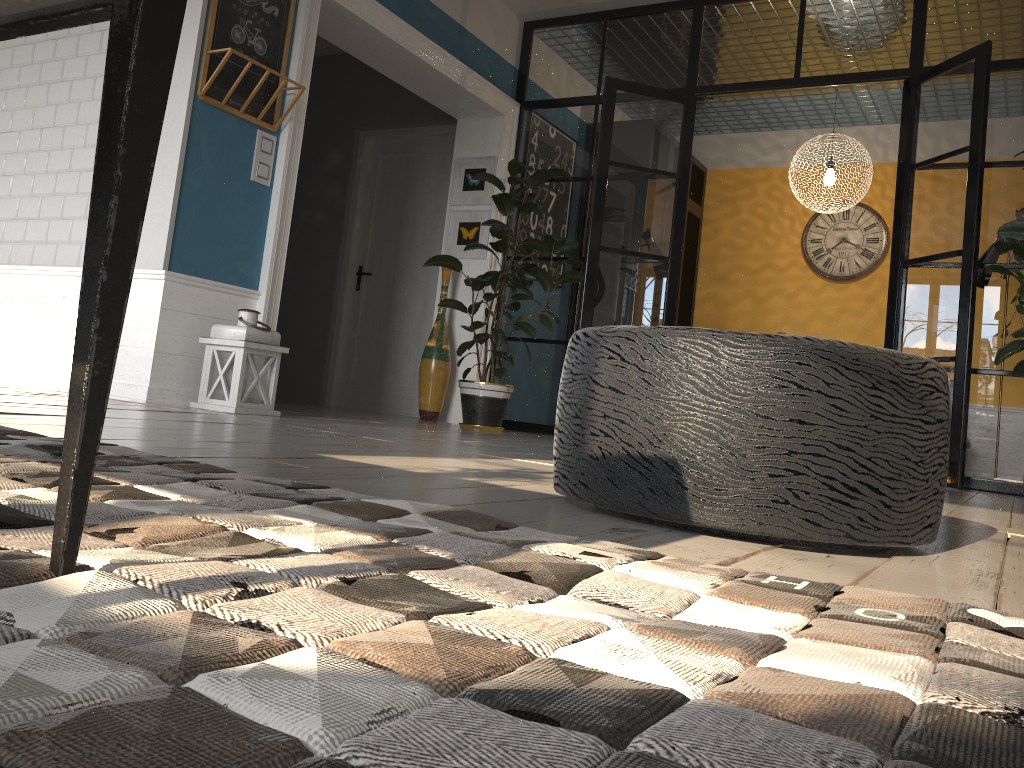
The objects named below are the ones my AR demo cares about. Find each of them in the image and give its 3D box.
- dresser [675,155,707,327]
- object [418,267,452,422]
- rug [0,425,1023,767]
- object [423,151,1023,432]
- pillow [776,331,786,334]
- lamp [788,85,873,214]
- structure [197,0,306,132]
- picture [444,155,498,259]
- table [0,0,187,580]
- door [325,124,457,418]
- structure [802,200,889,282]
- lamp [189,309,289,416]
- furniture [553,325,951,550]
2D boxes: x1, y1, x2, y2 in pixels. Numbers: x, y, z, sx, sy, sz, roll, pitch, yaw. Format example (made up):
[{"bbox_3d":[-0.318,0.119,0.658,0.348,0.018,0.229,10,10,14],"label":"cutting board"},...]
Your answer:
[{"bbox_3d":[1.120,-0.844,7.901,0.638,2.631,1.422,4,-5,30],"label":"dresser"},{"bbox_3d":[-0.510,-0.302,6.137,0.216,1.130,0.214,4,-6,24],"label":"object"},{"bbox_3d":[-0.830,0.088,0.703,2.532,0.034,1.759,6,-2,30],"label":"rug"},{"bbox_3d":[1.356,-0.458,4.941,3.904,1.805,1.004,5,-4,30],"label":"object"},{"bbox_3d":[2.065,-0.135,7.230,0.784,0.602,0.495,4,-4,36],"label":"pillow"},{"bbox_3d":[2.478,-1.859,6.838,0.615,1.102,0.615,8,-5,-19],"label":"lamp"},{"bbox_3d":[-1.203,-1.668,4.255,0.185,0.780,0.491,4,-5,30],"label":"structure"},{"bbox_3d":[-0.773,-1.348,5.564,0.359,0.756,1.933,4,-3,30],"label":"picture"},{"bbox_3d":[-1.076,-0.182,0.703,1.459,0.514,0.727,5,-3,30],"label":"table"},{"bbox_3d":[-0.909,-0.921,7.129,1.039,2.319,0.176,4,-6,30],"label":"door"},{"bbox_3d":[2.915,-1.258,7.766,0.728,0.728,0.070,5,-5,30],"label":"structure"},{"bbox_3d":[-1.248,-0.110,4.099,0.287,0.480,0.285,4,-5,29],"label":"lamp"},{"bbox_3d":[0.454,0.091,1.747,0.736,0.358,0.731,6,-2,17],"label":"furniture"}]
